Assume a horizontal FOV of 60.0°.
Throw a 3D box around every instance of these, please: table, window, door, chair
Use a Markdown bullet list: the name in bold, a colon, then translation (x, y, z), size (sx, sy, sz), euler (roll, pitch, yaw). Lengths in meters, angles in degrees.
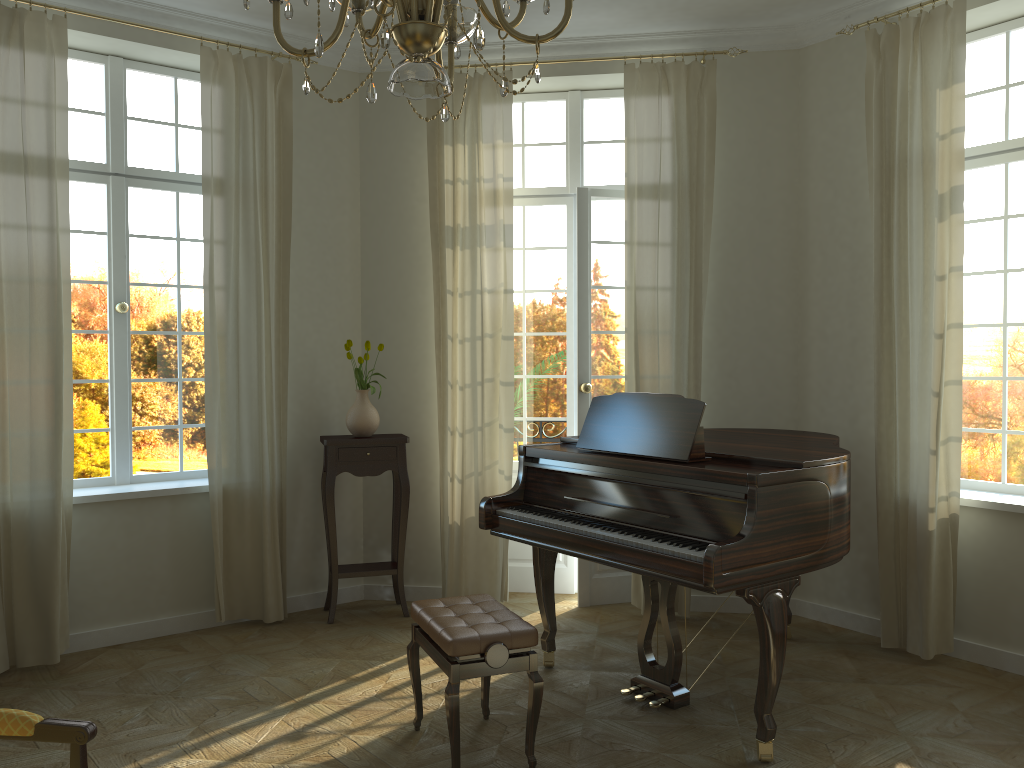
- **table**: translation (-0.924, 0.886, 5.577), size (0.522, 1.114, 0.344), euler (-1, 2, -17)
- **window**: translation (2.855, -0.668, 4.492), size (0.181, 2.550, 1.400), euler (-1, 2, -37)
- **window**: translation (-2.328, -0.663, 5.260), size (1.400, 2.550, 0.181), euler (-1, 2, -37)
- **door**: translation (0.405, 0.089, 5.823), size (1.385, 2.690, 0.425), euler (0, 2, 9)
- **chair**: translation (-1.396, 1.009, 1.564), size (0.680, 1.083, 1.389), euler (0, 2, 8)
- **window**: translation (0.423, -1.620, 5.962), size (1.380, 0.680, 0.055), euler (0, 2, 8)
- **chair**: translation (-0.166, 1.214, 3.628), size (0.385, 0.563, 0.638), euler (-1, 2, -22)

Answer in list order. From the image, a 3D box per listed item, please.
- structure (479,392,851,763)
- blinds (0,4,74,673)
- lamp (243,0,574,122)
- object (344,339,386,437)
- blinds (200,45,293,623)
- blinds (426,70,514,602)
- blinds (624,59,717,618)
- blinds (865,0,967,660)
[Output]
- **structure**: translation (1.025, 0.750, 4.366), size (1.856, 1.439, 1.514), euler (-1, 2, -37)
- **blinds**: translation (-2.535, -0.230, 4.509), size (0.554, 3.385, 0.162), euler (-1, 2, -31)
- **lamp**: translation (-0.193, -1.325, 1.801), size (0.661, 1.466, 0.662), euler (-1, 2, -22)
- **object**: translation (-0.931, 0.026, 5.552), size (0.242, 0.609, 0.264), euler (1, 2, 33)
- **blinds**: translation (-1.566, -0.254, 5.289), size (0.552, 3.381, 0.159), euler (-1, 2, -34)
- **blinds**: translation (-0.258, -0.266, 5.633), size (0.552, 3.386, 0.159), euler (0, 2, 5)
- **blinds**: translation (0.965, -0.270, 5.401), size (0.554, 3.386, 0.162), euler (0, 2, 3)
- **blinds**: translation (2.102, -0.258, 4.702), size (0.162, 3.384, 0.554), euler (-1, 2, -31)
